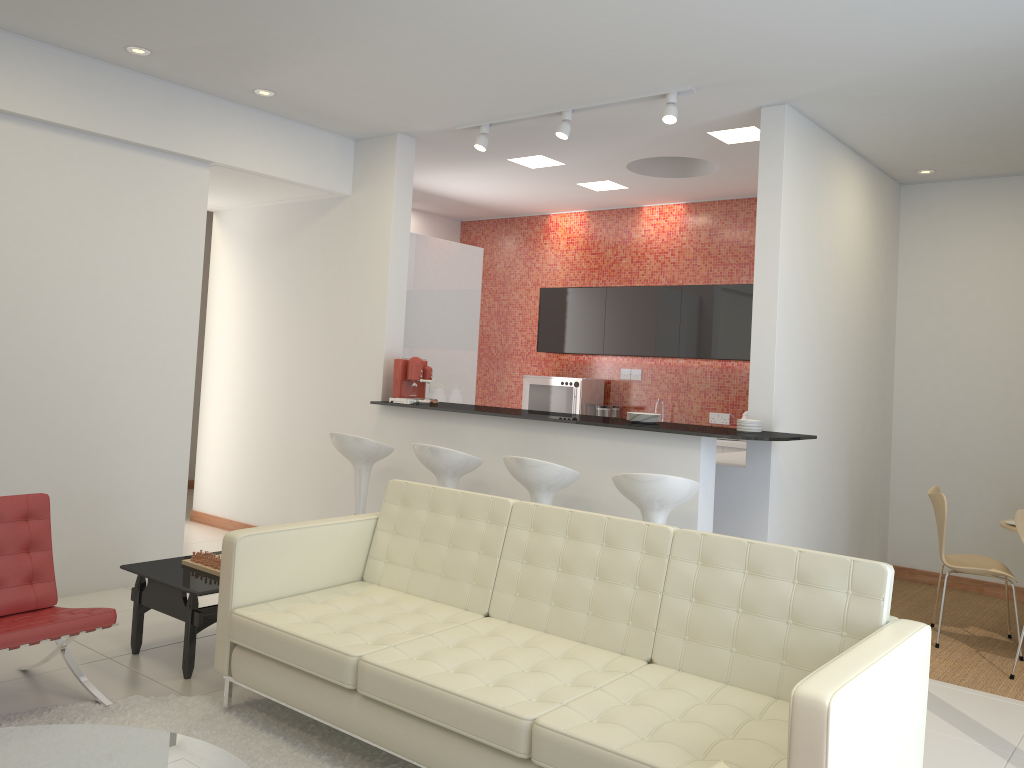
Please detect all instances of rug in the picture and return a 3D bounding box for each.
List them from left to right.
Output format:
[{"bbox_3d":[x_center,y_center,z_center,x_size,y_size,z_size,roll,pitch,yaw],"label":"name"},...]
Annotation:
[{"bbox_3d":[-0.777,1.411,2.428,3.331,0.005,2.437,4,1,40],"label":"rug"}]

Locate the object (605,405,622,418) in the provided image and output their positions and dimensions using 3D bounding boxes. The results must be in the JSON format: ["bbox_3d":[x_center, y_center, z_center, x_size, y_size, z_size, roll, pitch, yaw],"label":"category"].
[{"bbox_3d":[0.994,0.322,8.738,0.171,0.216,0.172,4,-1,-33],"label":"object"}]

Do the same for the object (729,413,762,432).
[{"bbox_3d":[1.376,0.225,5.191,0.173,0.098,0.139,3,0,31],"label":"object"}]

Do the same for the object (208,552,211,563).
[{"bbox_3d":[-1.523,0.874,4.462,0.030,0.050,0.030,5,-2,-44],"label":"object"}]

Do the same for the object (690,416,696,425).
[{"bbox_3d":[1.649,0.380,7.887,0.011,0.178,0.164,5,-2,-38],"label":"object"}]

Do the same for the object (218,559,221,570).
[{"bbox_3d":[-1.423,0.881,4.331,0.030,0.052,0.030,5,-2,-44],"label":"object"}]

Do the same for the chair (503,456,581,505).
[{"bbox_3d":[0.154,0.918,5.052,0.463,1.023,0.457,5,-3,-40],"label":"chair"}]

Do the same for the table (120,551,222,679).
[{"bbox_3d":[-1.402,1.136,4.516,0.701,0.423,0.914,3,0,39],"label":"table"}]

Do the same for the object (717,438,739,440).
[{"bbox_3d":[1.913,0.489,7.866,0.219,0.014,0.218,4,1,44],"label":"object"}]

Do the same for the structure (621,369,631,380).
[{"bbox_3d":[1.128,-0.098,8.779,0.114,0.105,0.013,3,-2,39],"label":"structure"}]

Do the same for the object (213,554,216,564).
[{"bbox_3d":[-1.492,0.876,4.437,0.030,0.050,0.030,5,-2,-44],"label":"object"}]

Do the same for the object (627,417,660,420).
[{"bbox_3d":[0.821,0.219,5.519,0.210,0.015,0.210,3,1,-8],"label":"object"}]

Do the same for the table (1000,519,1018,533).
[{"bbox_3d":[3.904,1.276,4.784,2.264,0.731,1.277,4,0,39],"label":"table"}]

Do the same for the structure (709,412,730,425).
[{"bbox_3d":[1.904,0.317,8.125,0.198,0.099,0.016,3,-2,39],"label":"structure"}]

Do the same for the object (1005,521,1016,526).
[{"bbox_3d":[3.089,0.849,5.330,0.210,0.015,0.210,3,1,-29],"label":"object"}]

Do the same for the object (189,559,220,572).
[{"bbox_3d":[-1.415,0.903,4.502,0.347,0.001,0.349,4,1,39],"label":"object"}]

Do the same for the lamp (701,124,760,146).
[{"bbox_3d":[1.582,-1.734,6.122,0.409,0.034,0.407,4,1,39],"label":"lamp"}]

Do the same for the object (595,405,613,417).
[{"bbox_3d":[0.881,0.319,8.532,0.171,0.216,0.172,4,-1,-33],"label":"object"}]

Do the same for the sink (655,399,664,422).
[{"bbox_3d":[1.342,0.409,8.264,0.809,0.539,0.415,3,-1,39],"label":"sink"}]

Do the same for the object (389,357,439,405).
[{"bbox_3d":[-0.646,-0.024,6.331,0.321,0.337,0.320,2,-1,39],"label":"object"}]

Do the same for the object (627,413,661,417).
[{"bbox_3d":[0.822,0.198,5.520,0.210,0.015,0.210,3,1,-8],"label":"object"}]

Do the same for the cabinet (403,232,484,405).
[{"bbox_3d":[-1.279,0.044,7.628,1.638,2.530,1.054,2,-2,39],"label":"cabinet"}]

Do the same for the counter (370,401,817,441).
[{"bbox_3d":[0.367,0.219,5.726,2.967,0.019,0.734,4,1,39],"label":"counter"}]

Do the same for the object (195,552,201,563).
[{"bbox_3d":[-1.579,0.870,4.456,0.030,0.052,0.030,5,-2,-44],"label":"object"}]

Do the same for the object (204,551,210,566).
[{"bbox_3d":[-1.516,0.866,4.407,0.030,0.069,0.030,5,-3,-44],"label":"object"}]

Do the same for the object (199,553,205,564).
[{"bbox_3d":[-1.548,0.871,4.431,0.030,0.055,0.030,5,-2,-44],"label":"object"}]

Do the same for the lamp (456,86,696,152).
[{"bbox_3d":[0.328,-1.682,5.725,1.824,0.200,0.112,4,-1,39],"label":"lamp"}]

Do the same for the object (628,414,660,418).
[{"bbox_3d":[0.822,0.205,5.520,0.210,0.015,0.210,3,1,-8],"label":"object"}]

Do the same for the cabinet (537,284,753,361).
[{"bbox_3d":[1.641,-0.568,8.196,3.246,0.661,0.351,4,-1,39],"label":"cabinet"}]

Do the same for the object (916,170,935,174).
[{"bbox_3d":[3.190,-1.636,6.830,0.129,0.010,0.129,3,1,-6],"label":"object"}]

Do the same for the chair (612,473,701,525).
[{"bbox_3d":[0.729,0.956,4.597,0.457,1.023,0.463,2,-2,25],"label":"chair"}]

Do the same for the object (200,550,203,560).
[{"bbox_3d":[-1.586,0.870,4.512,0.030,0.050,0.030,5,-2,-44],"label":"object"}]

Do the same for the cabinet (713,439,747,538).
[{"bbox_3d":[0.860,0.938,7.330,3.339,0.986,2.488,4,1,39],"label":"cabinet"}]

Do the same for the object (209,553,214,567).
[{"bbox_3d":[-1.485,0.870,4.382,0.030,0.064,0.030,5,-3,-44],"label":"object"}]

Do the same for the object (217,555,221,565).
[{"bbox_3d":[-1.461,0.879,4.412,0.030,0.050,0.030,5,-2,-44],"label":"object"}]

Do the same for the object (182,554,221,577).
[{"bbox_3d":[-1.416,0.914,4.501,0.360,0.021,0.359,4,1,39],"label":"object"}]

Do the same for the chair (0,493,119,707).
[{"bbox_3d":[-2.123,0.913,3.606,0.707,0.819,0.698,2,-1,34],"label":"chair"}]

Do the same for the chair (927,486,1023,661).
[{"bbox_3d":[2.806,1.119,5.403,0.516,0.909,0.520,2,-2,23],"label":"chair"}]

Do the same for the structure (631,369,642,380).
[{"bbox_3d":[1.222,-0.091,8.707,0.114,0.105,0.008,3,-2,39],"label":"structure"}]

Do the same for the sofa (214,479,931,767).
[{"bbox_3d":[0.055,0.980,3.307,2.567,0.924,0.998,4,0,39],"label":"sofa"}]

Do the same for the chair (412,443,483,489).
[{"bbox_3d":[-0.417,0.879,5.508,0.463,1.023,0.457,5,-3,-40],"label":"chair"}]

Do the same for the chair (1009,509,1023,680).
[{"bbox_3d":[2.997,1.140,4.693,0.514,0.909,0.521,5,-2,-44],"label":"chair"}]

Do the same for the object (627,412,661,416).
[{"bbox_3d":[0.822,0.191,5.520,0.210,0.015,0.210,3,1,-8],"label":"object"}]

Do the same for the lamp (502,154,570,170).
[{"bbox_3d":[0.201,-1.828,7.225,0.409,0.034,0.407,4,1,39],"label":"lamp"}]

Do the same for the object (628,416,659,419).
[{"bbox_3d":[0.821,0.212,5.519,0.210,0.015,0.210,3,1,-8],"label":"object"}]

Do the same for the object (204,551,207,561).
[{"bbox_3d":[-1.554,0.872,4.487,0.030,0.050,0.030,5,-2,-44],"label":"object"}]

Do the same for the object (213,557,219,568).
[{"bbox_3d":[-1.454,0.877,4.356,0.030,0.055,0.030,5,-2,-44],"label":"object"}]

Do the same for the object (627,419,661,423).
[{"bbox_3d":[0.820,0.233,5.518,0.210,0.015,0.210,3,1,-8],"label":"object"}]

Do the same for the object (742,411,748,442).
[{"bbox_3d":[2.071,0.364,7.747,0.159,0.284,0.159,3,-2,0],"label":"object"}]

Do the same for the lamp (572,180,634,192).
[{"bbox_3d":[0.820,-1.806,8.003,0.409,0.034,0.407,4,1,39],"label":"lamp"}]

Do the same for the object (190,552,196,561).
[{"bbox_3d":[-1.611,0.872,4.481,0.030,0.044,0.030,5,-2,-44],"label":"object"}]

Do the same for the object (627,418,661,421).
[{"bbox_3d":[0.820,0.226,5.519,0.210,0.015,0.210,3,1,-8],"label":"object"}]

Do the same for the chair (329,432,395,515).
[{"bbox_3d":[-1.037,0.837,6.004,0.463,1.023,0.457,5,-3,-40],"label":"chair"}]

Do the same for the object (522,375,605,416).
[{"bbox_3d":[0.500,0.167,8.907,0.723,0.472,0.434,3,-1,39],"label":"object"}]

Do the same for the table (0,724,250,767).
[{"bbox_3d":[-1.271,1.192,1.819,1.322,0.405,1.534,4,1,37],"label":"table"}]
